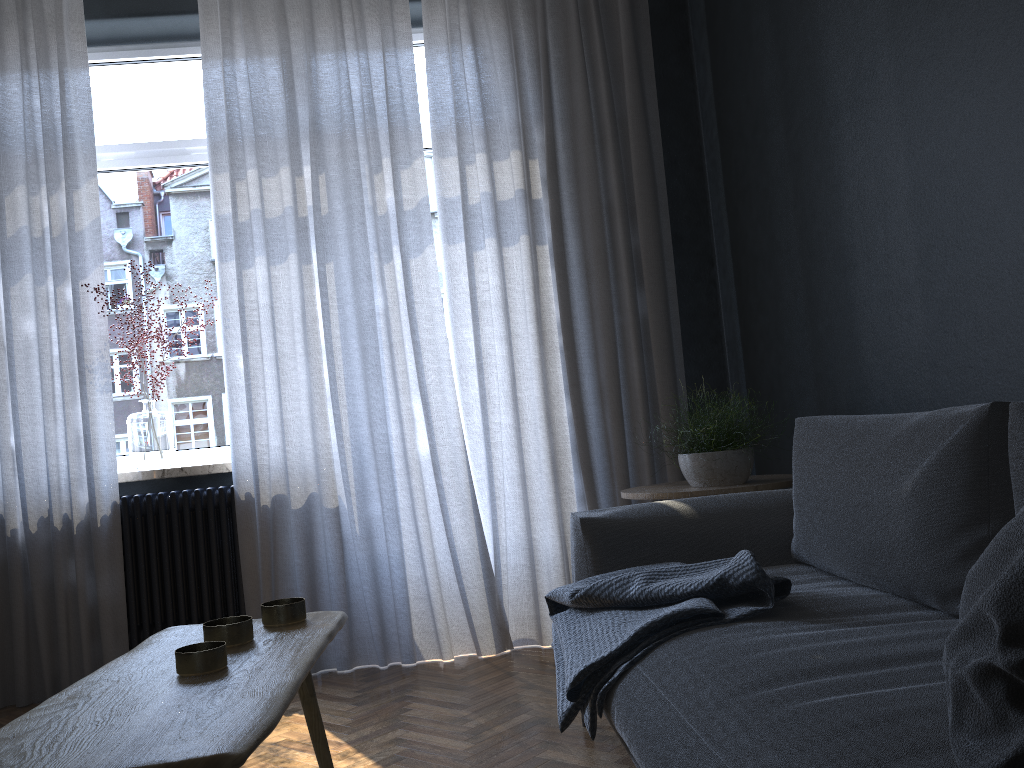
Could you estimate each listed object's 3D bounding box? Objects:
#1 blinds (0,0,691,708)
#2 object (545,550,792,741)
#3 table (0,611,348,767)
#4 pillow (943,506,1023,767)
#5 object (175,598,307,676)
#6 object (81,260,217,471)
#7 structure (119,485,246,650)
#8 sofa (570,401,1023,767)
[{"bbox_3d":[-1.227,-0.245,3.536,3.992,2.786,0.312,-5,-3,-5],"label":"blinds"},{"bbox_3d":[0.326,0.532,2.004,0.490,0.329,0.667,-6,-4,0],"label":"object"},{"bbox_3d":[-0.395,0.647,1.153,0.339,0.549,0.788,-5,-4,-5],"label":"table"},{"bbox_3d":[0.646,0.218,0.840,0.442,0.361,0.798,-6,-4,13],"label":"pillow"},{"bbox_3d":[-0.406,0.366,1.305,0.103,0.033,0.369,-6,-4,6],"label":"object"},{"bbox_3d":[-1.466,-0.060,3.597,0.514,0.809,0.600,-4,-4,-30],"label":"object"},{"bbox_3d":[-1.828,0.771,3.494,1.846,0.600,0.216,-5,-3,-5],"label":"structure"},{"bbox_3d":[0.671,0.437,1.455,0.970,0.797,2.342,-5,-4,-5],"label":"sofa"}]
